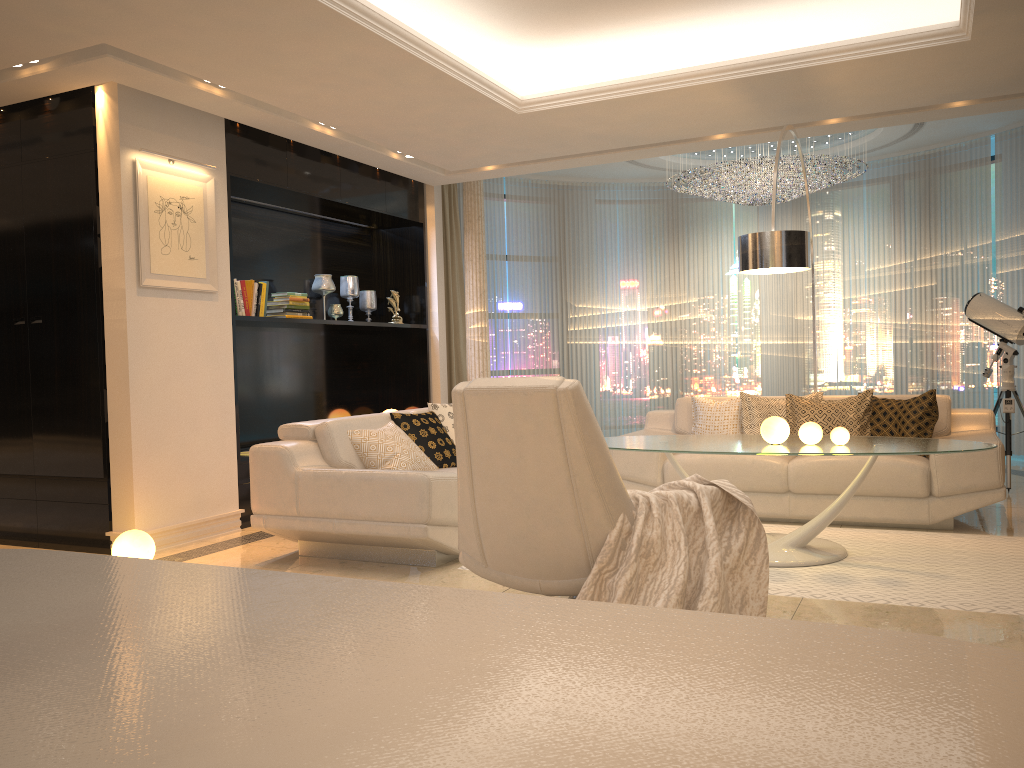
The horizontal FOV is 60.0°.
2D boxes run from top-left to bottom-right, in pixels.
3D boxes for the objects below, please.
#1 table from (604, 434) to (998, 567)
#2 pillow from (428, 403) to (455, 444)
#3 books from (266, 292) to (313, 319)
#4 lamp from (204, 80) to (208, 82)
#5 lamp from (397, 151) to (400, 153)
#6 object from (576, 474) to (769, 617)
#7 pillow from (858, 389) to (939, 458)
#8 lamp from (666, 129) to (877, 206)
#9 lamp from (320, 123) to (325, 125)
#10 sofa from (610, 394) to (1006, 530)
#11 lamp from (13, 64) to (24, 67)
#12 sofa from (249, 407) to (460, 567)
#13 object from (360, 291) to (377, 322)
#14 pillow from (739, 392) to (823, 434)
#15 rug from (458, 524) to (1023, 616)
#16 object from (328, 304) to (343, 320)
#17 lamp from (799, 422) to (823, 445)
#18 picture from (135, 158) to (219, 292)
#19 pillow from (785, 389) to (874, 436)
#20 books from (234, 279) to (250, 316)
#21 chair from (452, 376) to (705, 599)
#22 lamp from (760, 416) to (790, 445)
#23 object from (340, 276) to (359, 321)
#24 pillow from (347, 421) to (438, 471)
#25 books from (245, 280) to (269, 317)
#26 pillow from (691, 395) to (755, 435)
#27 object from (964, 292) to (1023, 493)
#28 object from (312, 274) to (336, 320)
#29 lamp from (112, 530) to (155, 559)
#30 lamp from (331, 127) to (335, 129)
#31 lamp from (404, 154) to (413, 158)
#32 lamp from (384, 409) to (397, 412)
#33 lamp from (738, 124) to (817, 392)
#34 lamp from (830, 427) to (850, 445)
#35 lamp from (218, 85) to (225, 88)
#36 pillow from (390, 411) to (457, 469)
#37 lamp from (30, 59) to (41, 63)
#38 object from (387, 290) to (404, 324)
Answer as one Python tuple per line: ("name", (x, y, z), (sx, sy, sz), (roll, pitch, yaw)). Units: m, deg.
("table", (1.332, 0.589, 4.648), (2.140, 0.565, 0.999), (-1, 2, 25))
("pillow", (-0.328, 0.310, 5.945), (0.255, 0.399, 0.526), (-1, 2, 26))
("books", (-1.667, -0.573, 6.607), (0.260, 0.197, 0.296), (-1, 2, 28))
("lamp", (-1.688, -1.755, 4.959), (0.107, 0.127, 0.107), (-1, 2, 37))
("lamp", (-0.839, -1.822, 6.739), (0.107, 0.127, 0.107), (-2, 1, 7))
("object", (0.418, 0.649, 3.342), (0.972, 0.580, 1.347), (-2, 2, -27))
("pillow", (2.430, 0.246, 5.612), (0.301, 0.436, 0.575), (-3, 2, -33))
("lamp", (2.392, -2.043, 8.421), (2.109, 0.685, 2.109), (-2, 1, -19))
("lamp", (-1.245, -1.790, 5.888), (0.107, 0.127, 0.107), (-1, 2, 37))
("sofa", (1.914, 0.465, 5.881), (2.328, 0.754, 1.145), (-1, 2, 26))
("lamp", (-2.594, -1.720, 4.618), (0.107, 0.127, 0.107), (-2, 1, 7))
("sofa", (-0.411, 0.542, 5.554), (1.145, 0.754, 2.328), (-1, 2, 26))
("object", (-1.264, -0.658, 7.803), (0.147, 0.317, 0.147), (-1, 2, 28))
("pillow", (1.822, 0.260, 6.011), (0.587, 0.429, 0.288), (-2, 1, 0))
("rug", (1.359, 0.884, 4.635), (2.900, 0.020, 1.661), (-1, 2, 25))
("object", (-1.432, -0.570, 7.202), (0.119, 0.154, 0.119), (-1, 2, 35))
("lamp", (1.500, 0.248, 4.455), (0.115, 0.115, 0.115), (-3, 2, -39))
("picture", (-2.004, -0.932, 5.323), (0.027, 0.729, 0.610), (-1, 2, 26))
("pillow", (2.078, 0.252, 5.808), (0.575, 0.436, 0.301), (-1, 2, 32))
("books", (-1.934, -0.583, 5.985), (0.208, 0.270, 0.240), (-1, 2, 26))
("chair", (0.202, 0.457, 3.378), (1.027, 0.991, 0.983), (-1, 2, 25))
("lamp", (1.344, 0.237, 4.530), (0.143, 0.143, 0.143), (-1, 1, 10))
("object", (-1.383, -0.703, 7.572), (0.156, 0.426, 0.156), (-1, 2, 31))
("pillow", (-0.673, 0.390, 5.098), (0.351, 0.329, 0.521), (-1, 2, 26))
("books", (-1.838, -0.587, 6.196), (0.212, 0.261, 0.210), (-1, 2, 26))
("pillow", (1.451, 0.269, 6.157), (0.463, 0.380, 0.222), (-1, 2, 30))
("object", (3.663, 0.039, 6.556), (0.616, 1.471, 0.570), (-1, 2, 32))
("object", (-1.502, -0.679, 7.086), (0.181, 0.381, 0.181), (-1, 1, 20))
("lamp", (-2.005, 0.880, 4.699), (0.213, 0.214, 0.212), (-2, 2, -25))
("lamp", (-1.192, -1.794, 5.998), (0.107, 0.127, 0.107), (-2, 1, 7))
("lamp", (-0.787, -1.815, 6.858), (0.107, 0.127, 0.107), (-2, 1, 7))
("lamp", (-1.083, 0.331, 7.958), (0.212, 0.214, 0.213), (-2, 1, -14))
("lamp", (1.841, -0.414, 5.758), (0.393, 2.519, 2.009), (-1, 2, 26))
("lamp", (1.626, 0.258, 4.396), (0.090, 0.091, 0.090), (-2, 1, -14))
("lamp", (-1.639, -1.759, 5.062), (0.107, 0.127, 0.107), (-1, 2, 37))
("pillow", (-0.486, 0.340, 5.514), (0.323, 0.355, 0.524), (-1, 2, 26))
("lamp", (-2.478, -1.722, 4.562), (0.107, 0.127, 0.107), (-2, 1, 7))
("object", (-1.023, -0.665, 7.735), (0.116, 0.293, 0.182), (-1, 1, 23))
